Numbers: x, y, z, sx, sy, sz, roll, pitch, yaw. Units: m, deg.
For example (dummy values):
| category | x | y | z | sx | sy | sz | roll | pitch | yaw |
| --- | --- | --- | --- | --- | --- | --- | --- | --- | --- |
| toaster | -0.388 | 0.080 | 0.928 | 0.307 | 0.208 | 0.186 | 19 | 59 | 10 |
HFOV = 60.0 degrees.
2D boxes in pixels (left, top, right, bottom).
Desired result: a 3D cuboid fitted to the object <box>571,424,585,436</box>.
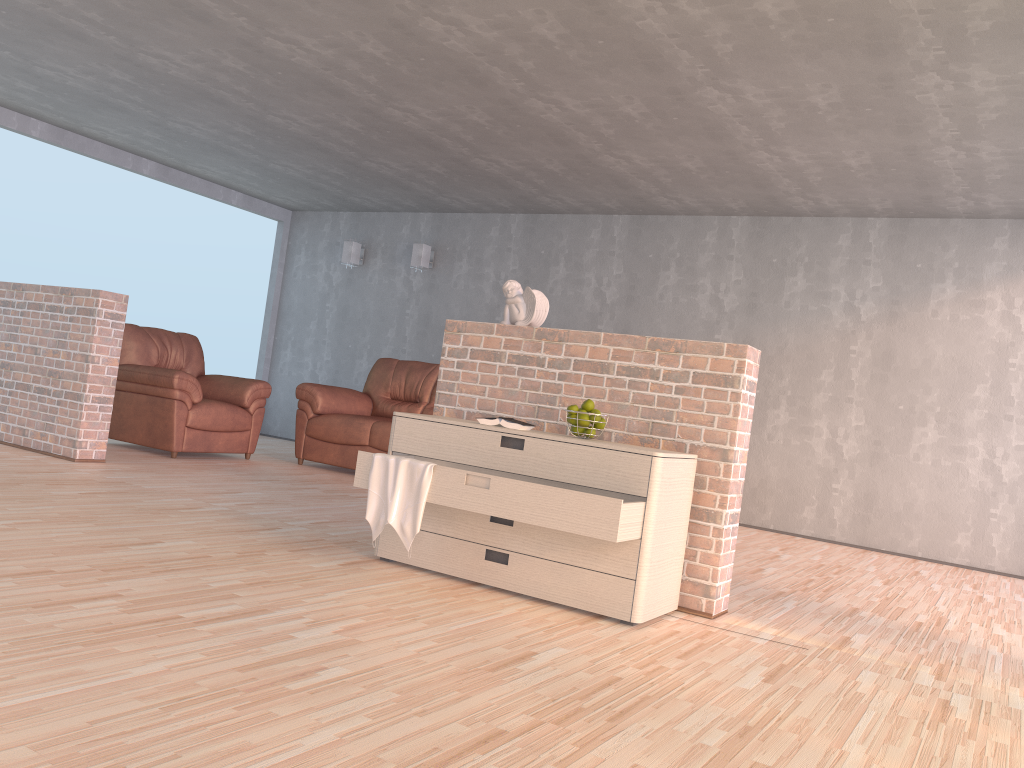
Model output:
| category | x | y | z | sx | sy | sz | roll | pitch | yaw |
| --- | --- | --- | --- | --- | --- | --- | --- | --- | --- |
| object | 0.258 | 0.176 | 3.471 | 0.059 | 0.055 | 0.060 | 8 | -1 | -15 |

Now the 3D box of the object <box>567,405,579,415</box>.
| category | x | y | z | sx | sy | sz | roll | pitch | yaw |
| --- | --- | --- | --- | --- | --- | --- | --- | --- | --- |
| object | 0.237 | 0.101 | 3.461 | 0.046 | 0.045 | 0.046 | 7 | -1 | 30 |

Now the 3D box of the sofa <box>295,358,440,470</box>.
| category | x | y | z | sx | sy | sz | roll | pitch | yaw |
| --- | --- | --- | --- | --- | --- | --- | --- | --- | --- |
| sofa | -0.583 | 0.281 | 6.960 | 2.202 | 0.923 | 0.981 | 7 | -1 | 30 |

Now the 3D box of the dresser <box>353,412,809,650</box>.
| category | x | y | z | sx | sy | sz | roll | pitch | yaw |
| --- | --- | --- | --- | --- | --- | --- | --- | --- | --- |
| dresser | 0.226 | 0.512 | 3.301 | 1.686 | 0.612 | 0.605 | 7 | -1 | 30 |

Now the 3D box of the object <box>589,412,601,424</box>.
| category | x | y | z | sx | sy | sz | roll | pitch | yaw |
| --- | --- | --- | --- | --- | --- | --- | --- | --- | --- |
| object | 0.319 | 0.129 | 3.410 | 0.046 | 0.047 | 0.047 | 8 | -1 | -22 |

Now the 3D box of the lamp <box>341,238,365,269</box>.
| category | x | y | z | sx | sy | sz | roll | pitch | yaw |
| --- | --- | --- | --- | --- | --- | --- | --- | --- | --- |
| lamp | -1.635 | -1.337 | 9.098 | 0.165 | 0.319 | 0.168 | 7 | -1 | 30 |

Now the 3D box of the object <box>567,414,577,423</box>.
| category | x | y | z | sx | sy | sz | roll | pitch | yaw |
| --- | --- | --- | --- | --- | --- | --- | --- | --- | --- |
| object | 0.237 | 0.135 | 3.486 | 0.046 | 0.044 | 0.046 | 7 | -1 | 26 |

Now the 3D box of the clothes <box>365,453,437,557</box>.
| category | x | y | z | sx | sy | sz | roll | pitch | yaw |
| --- | --- | --- | --- | --- | --- | --- | --- | --- | --- |
| clothes | -0.419 | 0.460 | 3.342 | 0.325 | 0.369 | 0.097 | 7 | -1 | 31 |

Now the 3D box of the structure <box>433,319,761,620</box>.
| category | x | y | z | sx | sy | sz | roll | pitch | yaw |
| --- | --- | --- | --- | --- | --- | --- | --- | --- | --- |
| structure | 0.276 | 0.306 | 3.829 | 1.422 | 1.057 | 0.211 | 7 | -1 | 30 |

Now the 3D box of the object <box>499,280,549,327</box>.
| category | x | y | z | sx | sy | sz | roll | pitch | yaw |
| --- | --- | --- | --- | --- | --- | --- | --- | --- | --- |
| object | 0.044 | -0.363 | 4.025 | 0.216 | 0.218 | 0.131 | 7 | -1 | 29 |

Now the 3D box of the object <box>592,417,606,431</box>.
| category | x | y | z | sx | sy | sz | roll | pitch | yaw |
| --- | --- | --- | --- | --- | --- | --- | --- | --- | --- |
| object | 0.342 | 0.155 | 3.465 | 0.053 | 0.054 | 0.053 | 8 | -1 | -24 |

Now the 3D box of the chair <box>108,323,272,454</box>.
| category | x | y | z | sx | sy | sz | roll | pitch | yaw |
| --- | --- | --- | --- | --- | --- | --- | --- | --- | --- |
| chair | -2.519 | 0.036 | 6.813 | 0.936 | 0.879 | 0.970 | 7 | -1 | 29 |

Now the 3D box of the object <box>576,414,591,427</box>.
| category | x | y | z | sx | sy | sz | roll | pitch | yaw |
| --- | --- | --- | --- | --- | --- | --- | --- | --- | --- |
| object | 0.275 | 0.141 | 3.421 | 0.057 | 0.057 | 0.057 | 8 | -1 | -27 |

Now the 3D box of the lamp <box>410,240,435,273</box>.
| category | x | y | z | sx | sy | sz | roll | pitch | yaw |
| --- | --- | --- | --- | --- | --- | --- | --- | --- | --- |
| lamp | -0.875 | -1.243 | 8.657 | 0.165 | 0.319 | 0.177 | 7 | -1 | 30 |

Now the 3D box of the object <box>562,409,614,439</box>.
| category | x | y | z | sx | sy | sz | roll | pitch | yaw |
| --- | --- | --- | --- | --- | --- | --- | --- | --- | --- |
| object | 0.289 | 0.163 | 3.468 | 0.202 | 0.104 | 0.202 | 7 | -1 | 24 |

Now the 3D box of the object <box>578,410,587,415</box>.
| category | x | y | z | sx | sy | sz | roll | pitch | yaw |
| --- | --- | --- | --- | --- | --- | --- | --- | --- | --- |
| object | 0.274 | 0.118 | 3.455 | 0.039 | 0.038 | 0.039 | 9 | -1 | -31 |

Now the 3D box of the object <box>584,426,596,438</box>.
| category | x | y | z | sx | sy | sz | roll | pitch | yaw |
| --- | --- | --- | --- | --- | --- | --- | --- | --- | --- |
| object | 0.303 | 0.187 | 3.439 | 0.046 | 0.048 | 0.048 | 7 | -1 | 19 |

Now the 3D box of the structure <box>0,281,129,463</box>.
| category | x | y | z | sx | sy | sz | roll | pitch | yaw |
| --- | --- | --- | --- | --- | --- | --- | --- | --- | --- |
| structure | -3.132 | -0.116 | 5.828 | 1.422 | 1.057 | 0.211 | 7 | -1 | 30 |

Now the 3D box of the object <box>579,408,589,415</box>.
| category | x | y | z | sx | sy | sz | roll | pitch | yaw |
| --- | --- | --- | --- | --- | --- | --- | --- | --- | --- |
| object | 0.277 | 0.119 | 3.510 | 0.054 | 0.053 | 0.049 | 8 | -1 | -29 |

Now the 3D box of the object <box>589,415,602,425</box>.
| category | x | y | z | sx | sy | sz | roll | pitch | yaw |
| --- | --- | --- | --- | --- | --- | --- | --- | --- | --- |
| object | 0.329 | 0.139 | 3.509 | 0.053 | 0.048 | 0.054 | 7 | -2 | 37 |

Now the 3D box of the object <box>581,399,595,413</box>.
| category | x | y | z | sx | sy | sz | roll | pitch | yaw |
| --- | --- | --- | --- | --- | --- | --- | --- | --- | --- |
| object | 0.298 | 0.086 | 3.478 | 0.054 | 0.056 | 0.054 | 7 | -1 | 30 |

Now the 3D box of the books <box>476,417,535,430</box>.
| category | x | y | z | sx | sy | sz | roll | pitch | yaw |
| --- | --- | --- | --- | --- | --- | --- | --- | --- | --- |
| books | -0.025 | 0.155 | 3.578 | 0.209 | 0.040 | 0.146 | 7 | -1 | 20 |

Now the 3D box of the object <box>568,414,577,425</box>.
| category | x | y | z | sx | sy | sz | roll | pitch | yaw |
| --- | --- | --- | --- | --- | --- | --- | --- | --- | --- |
| object | 0.240 | 0.138 | 3.443 | 0.038 | 0.040 | 0.039 | 7 | -2 | 39 |

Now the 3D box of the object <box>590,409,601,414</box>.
| category | x | y | z | sx | sy | sz | roll | pitch | yaw |
| --- | --- | --- | --- | --- | --- | --- | --- | --- | --- |
| object | 0.325 | 0.119 | 3.453 | 0.043 | 0.043 | 0.039 | 7 | -1 | 16 |
